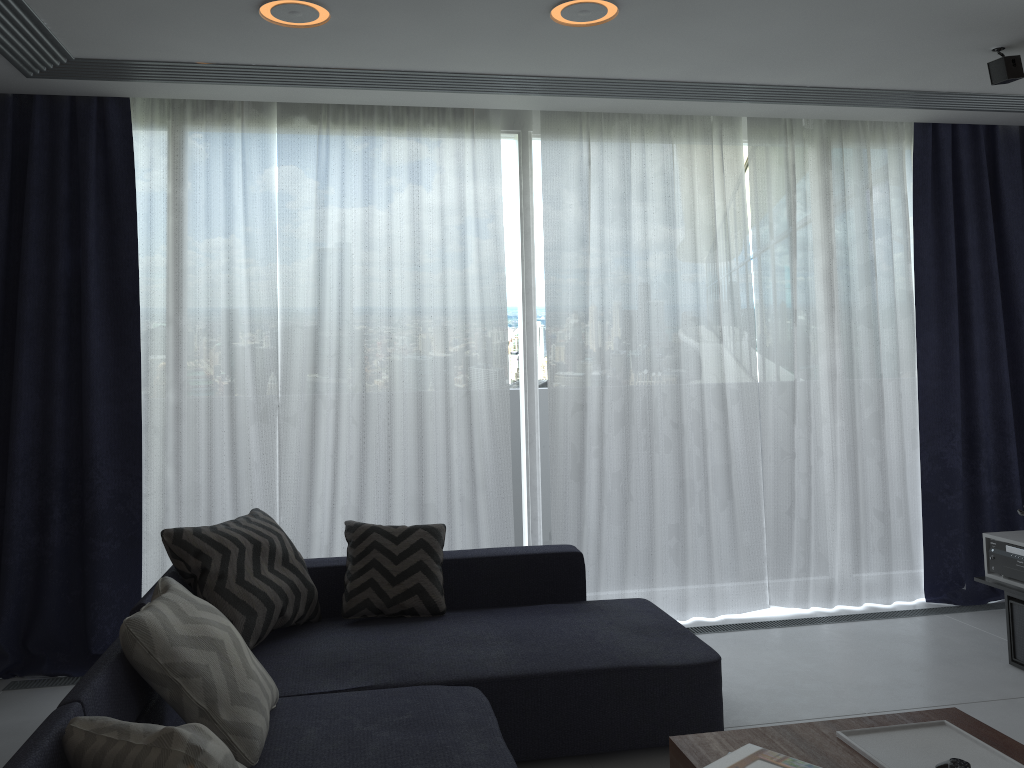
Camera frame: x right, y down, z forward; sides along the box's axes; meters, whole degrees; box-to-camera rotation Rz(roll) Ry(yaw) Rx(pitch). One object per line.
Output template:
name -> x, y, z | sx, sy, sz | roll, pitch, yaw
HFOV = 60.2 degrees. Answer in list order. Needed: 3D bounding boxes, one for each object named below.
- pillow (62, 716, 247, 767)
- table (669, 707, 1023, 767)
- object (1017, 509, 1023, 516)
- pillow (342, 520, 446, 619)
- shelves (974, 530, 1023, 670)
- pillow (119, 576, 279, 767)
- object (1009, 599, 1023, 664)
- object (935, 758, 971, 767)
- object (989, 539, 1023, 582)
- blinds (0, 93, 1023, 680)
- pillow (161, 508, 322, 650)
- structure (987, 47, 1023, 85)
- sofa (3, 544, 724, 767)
pillow -> -0.622, 0.779, 1.671 | 0.417, 0.353, 0.280 | -2, -2, 33
table -> 0.858, 1.037, 1.872 | 0.805, 0.354, 0.798 | -1, 0, -10
object -> 2.376, 0.572, 3.839 | 0.310, 0.151, 0.137 | -1, -2, 37
pillow -> -0.463, 0.728, 3.496 | 0.415, 0.346, 0.285 | -1, -2, -6
shelves -> 2.659, 0.906, 2.780 | 0.873, 0.501, 2.342 | -1, 1, -10
pillow -> -0.807, 0.744, 2.331 | 0.342, 0.390, 0.493 | -1, -1, -10
object -> 2.202, 1.015, 3.570 | 0.254, 0.252, 0.212 | -1, -2, -10
object -> 0.979, 0.847, 1.927 | 0.070, 0.036, 0.112 | -1, 0, 3
object -> 2.280, 0.749, 3.700 | 0.369, 0.151, 0.368 | -1, 0, -10
blinds -> 0.532, -0.165, 1.759 | 7.135, 2.787, 5.779 | -1, 0, -7
pillow -> -0.974, 0.753, 3.241 | 0.355, 0.521, 0.596 | -2, -2, 20
structure -> 2.058, -1.324, 3.686 | 0.114, 0.143, 0.084 | 0, -3, -20
sofa -> -0.136, 0.927, 2.339 | 1.899, 0.611, 2.863 | -1, 1, -10
